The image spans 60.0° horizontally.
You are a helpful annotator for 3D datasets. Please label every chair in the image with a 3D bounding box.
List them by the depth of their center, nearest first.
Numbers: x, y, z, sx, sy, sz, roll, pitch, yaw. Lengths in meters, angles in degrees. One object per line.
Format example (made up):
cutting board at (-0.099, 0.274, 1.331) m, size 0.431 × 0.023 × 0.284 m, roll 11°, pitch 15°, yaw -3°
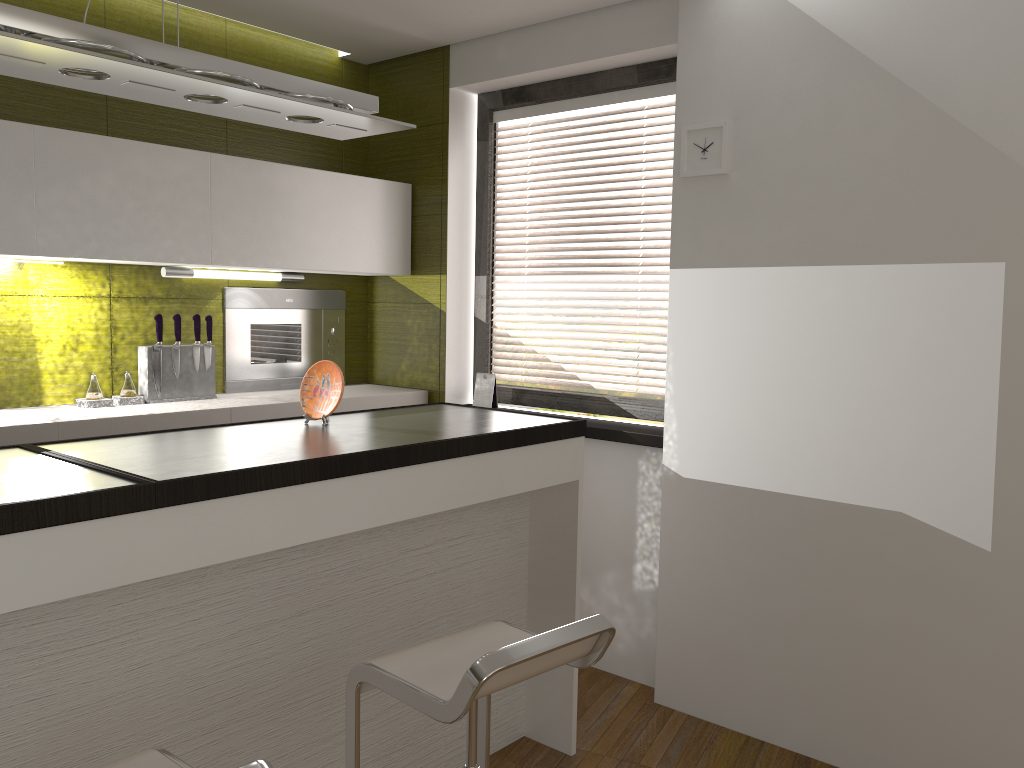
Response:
chair at (-0.624, 0.950, 1.296) m, size 0.460 × 0.857 × 0.418 m, roll 6°, pitch 7°, yaw 40°
chair at (-0.076, 0.903, 1.940) m, size 0.418 × 0.857 × 0.460 m, roll -4°, pitch 7°, yaw -44°

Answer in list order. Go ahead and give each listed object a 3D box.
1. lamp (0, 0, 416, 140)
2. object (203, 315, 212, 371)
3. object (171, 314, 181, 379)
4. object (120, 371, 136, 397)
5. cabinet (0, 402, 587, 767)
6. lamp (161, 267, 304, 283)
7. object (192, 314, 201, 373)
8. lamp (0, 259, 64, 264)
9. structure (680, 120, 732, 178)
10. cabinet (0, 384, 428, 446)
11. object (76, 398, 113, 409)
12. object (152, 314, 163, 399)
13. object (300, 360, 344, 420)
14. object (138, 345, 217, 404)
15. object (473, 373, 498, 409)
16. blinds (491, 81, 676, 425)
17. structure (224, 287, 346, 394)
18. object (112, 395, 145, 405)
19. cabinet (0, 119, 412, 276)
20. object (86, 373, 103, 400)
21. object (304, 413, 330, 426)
lamp at (-0.927, -1.015, 1.909) m, size 0.326 × 0.683 × 1.677 m, roll 6°, pitch 7°, yaw 40°
object at (-1.259, -0.169, 3.668) m, size 0.013 × 0.231 × 0.040 m, roll 6°, pitch 7°, yaw 40°
object at (-1.350, -0.149, 3.563) m, size 0.013 × 0.264 × 0.042 m, roll 6°, pitch 7°, yaw 40°
object at (-1.502, 0.009, 3.471) m, size 0.059 × 0.121 × 0.059 m, roll 2°, pitch 5°, yaw 7°
cabinet at (-0.976, 0.738, 2.031) m, size 0.663 × 1.134 × 2.947 m, roll 6°, pitch 7°, yaw 40°
lamp at (-1.197, -0.474, 3.869) m, size 0.095 × 0.041 × 0.716 m, roll 5°, pitch 7°, yaw 40°
object at (-1.292, -0.165, 3.630) m, size 0.013 × 0.243 × 0.036 m, roll 6°, pitch 7°, yaw 40°
lamp at (-1.803, -0.447, 3.224) m, size 0.008 × 0.008 × 0.334 m, roll 6°, pitch 7°, yaw 40°
structure at (0.676, -0.820, 3.105) m, size 0.180 × 0.180 × 0.026 m, roll 6°, pitch 7°, yaw 40°
cabinet at (-1.540, 0.636, 3.307) m, size 0.465 × 1.086 × 2.940 m, roll 6°, pitch 7°, yaw 40°
object at (-1.584, 0.072, 3.363) m, size 0.107 × 0.032 × 0.107 m, roll 6°, pitch 7°, yaw 41°
object at (-1.402, -0.108, 3.506) m, size 0.013 × 0.339 × 0.046 m, roll 6°, pitch 7°, yaw 40°
object at (-0.576, 0.017, 2.686) m, size 0.184 × 0.178 × 0.055 m, roll 5°, pitch 6°, yaw 36°
object at (-1.365, -0.044, 3.620) m, size 0.107 × 0.227 × 0.293 m, roll 6°, pitch 7°, yaw 40°
object at (-0.121, 0.037, 4.035) m, size 0.106 × 0.169 × 0.057 m, roll 5°, pitch 6°, yaw 35°
blinds at (0.073, -3.478, 7.742) m, size 16.000 × 12.704 × 9.030 m, roll 0°, pitch 5°, yaw -10°
structure at (-1.040, -0.206, 4.138) m, size 0.015 × 0.469 × 0.663 m, roll 6°, pitch 7°, yaw 40°
object at (-1.503, 0.064, 3.476) m, size 0.107 × 0.032 × 0.107 m, roll -3°, pitch 7°, yaw -38°
cabinet at (-1.796, 0.142, 3.139) m, size 0.724 × 2.089 × 3.471 m, roll 6°, pitch 7°, yaw 40°
object at (-1.582, 0.017, 3.358) m, size 0.059 × 0.121 × 0.059 m, roll 1°, pitch 5°, yaw -4°
object at (-0.576, 0.055, 2.688) m, size 0.088 × 0.131 × 0.072 m, roll 5°, pitch 6°, yaw 35°
